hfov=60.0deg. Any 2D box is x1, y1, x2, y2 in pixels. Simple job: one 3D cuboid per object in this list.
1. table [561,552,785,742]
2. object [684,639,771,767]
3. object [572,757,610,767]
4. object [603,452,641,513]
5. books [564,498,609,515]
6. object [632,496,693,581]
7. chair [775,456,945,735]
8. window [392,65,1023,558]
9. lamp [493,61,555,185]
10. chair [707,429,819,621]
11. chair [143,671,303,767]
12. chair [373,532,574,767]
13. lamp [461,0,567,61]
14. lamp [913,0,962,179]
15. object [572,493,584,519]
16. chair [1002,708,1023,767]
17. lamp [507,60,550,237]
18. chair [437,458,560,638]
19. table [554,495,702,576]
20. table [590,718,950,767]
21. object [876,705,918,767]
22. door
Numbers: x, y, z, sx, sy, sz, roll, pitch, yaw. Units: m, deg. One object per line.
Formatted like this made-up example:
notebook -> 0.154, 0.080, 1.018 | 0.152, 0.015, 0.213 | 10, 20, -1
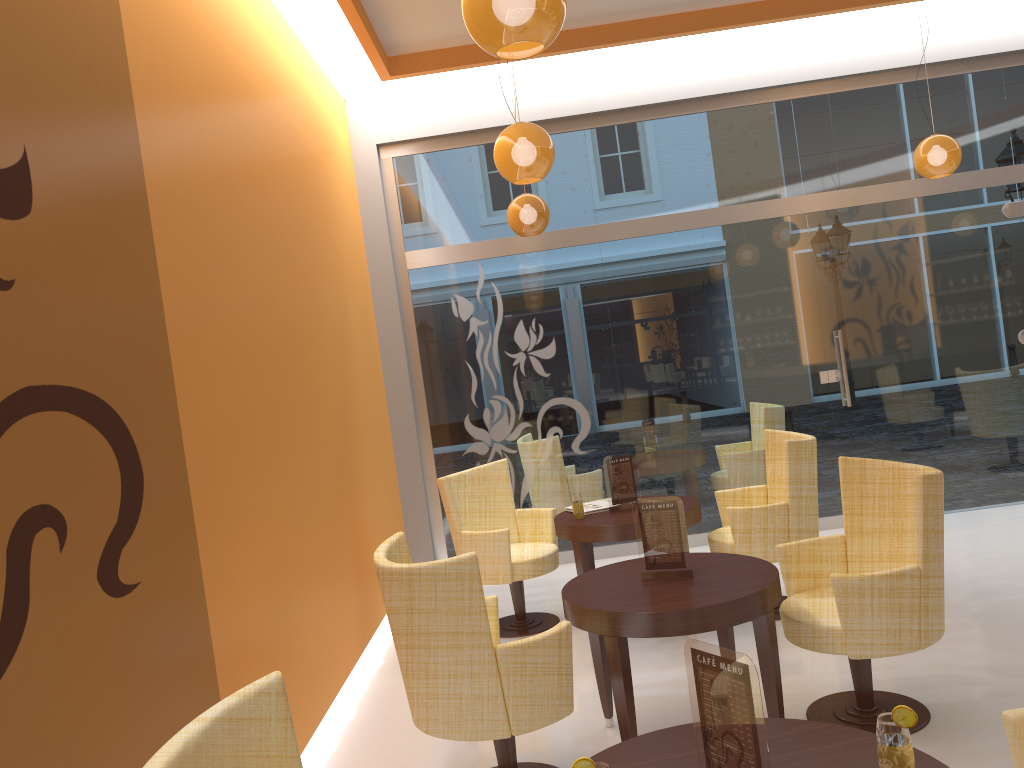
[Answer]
table -> 0.678, 1.128, 3.605 | 0.872, 0.679, 0.874 | -7, 1, 38
object -> 0.432, 0.704, 0.814 | 0.187, 0.335, 2.090 | -8, 1, -2
object -> 0.171, 0.806, 1.719 | 0.072, 0.171, 0.067 | -9, 1, -41
object -> 0.660, 0.586, 5.307 | 0.209, 0.335, 0.042 | -8, 1, -15
books -> 0.536, 0.755, 5.487 | 0.339, 0.028, 0.273 | -8, 1, -23
object -> 0.609, 0.626, 3.605 | 0.209, 0.335, 0.042 | -7, 1, 20
chair -> 1.443, 0.851, 3.652 | 0.685, 1.017, 0.729 | -8, 1, -1
window -> 3.231, -0.713, 6.973 | 8.200, 3.380, 0.040 | -8, 1, 2
lamp -> -0.025, -1.727, 4.296 | 0.299, 1.500, 0.299 | -8, 1, 2
chair -> 1.489, 0.815, 5.211 | 0.685, 1.017, 0.729 | -8, 1, 5
chair -> -0.284, 1.127, 1.670 | 0.685, 1.017, 0.729 | -8, 1, -10
chair -> -0.117, 1.071, 3.372 | 0.685, 1.017, 0.729 | -8, 1, -30
lamp -> -0.078, -1.685, 2.497 | 0.299, 1.500, 0.299 | -7, 1, 27
lamp -> 2.801, -2.149, 6.004 | 0.299, 1.500, 0.299 | -8, 1, -24
object -> 0.387, 0.720, 5.220 | 0.067, 0.148, 0.067 | -7, 1, 26
chair -> 1.300, 0.908, 1.702 | 0.685, 1.017, 0.729 | -7, 1, 19
lamp -> 0.028, -1.769, 6.095 | 0.299, 1.500, 0.299 | -8, 1, 2
chair -> -0.051, 1.020, 5.594 | 0.685, 1.017, 0.729 | -7, 1, 34
table -> 0.729, 1.088, 5.316 | 0.874, 0.679, 0.872 | -9, 1, -42
table -> 0.521, 1.185, 1.779 | 0.872, 0.679, 0.874 | -7, 1, 33
object -> 0.764, 0.723, 1.765 | 0.072, 0.171, 0.067 | -8, 1, -16
door -> 3.299, -0.218, 6.983 | 1.640, 2.499, 0.020 | -8, 1, 2
